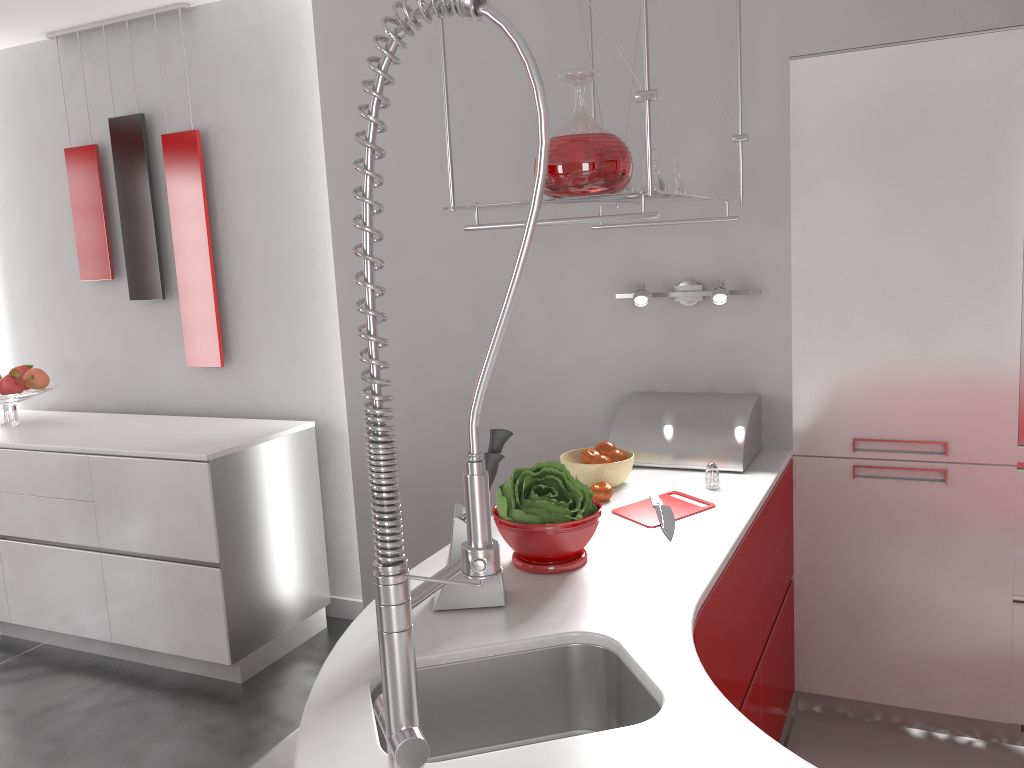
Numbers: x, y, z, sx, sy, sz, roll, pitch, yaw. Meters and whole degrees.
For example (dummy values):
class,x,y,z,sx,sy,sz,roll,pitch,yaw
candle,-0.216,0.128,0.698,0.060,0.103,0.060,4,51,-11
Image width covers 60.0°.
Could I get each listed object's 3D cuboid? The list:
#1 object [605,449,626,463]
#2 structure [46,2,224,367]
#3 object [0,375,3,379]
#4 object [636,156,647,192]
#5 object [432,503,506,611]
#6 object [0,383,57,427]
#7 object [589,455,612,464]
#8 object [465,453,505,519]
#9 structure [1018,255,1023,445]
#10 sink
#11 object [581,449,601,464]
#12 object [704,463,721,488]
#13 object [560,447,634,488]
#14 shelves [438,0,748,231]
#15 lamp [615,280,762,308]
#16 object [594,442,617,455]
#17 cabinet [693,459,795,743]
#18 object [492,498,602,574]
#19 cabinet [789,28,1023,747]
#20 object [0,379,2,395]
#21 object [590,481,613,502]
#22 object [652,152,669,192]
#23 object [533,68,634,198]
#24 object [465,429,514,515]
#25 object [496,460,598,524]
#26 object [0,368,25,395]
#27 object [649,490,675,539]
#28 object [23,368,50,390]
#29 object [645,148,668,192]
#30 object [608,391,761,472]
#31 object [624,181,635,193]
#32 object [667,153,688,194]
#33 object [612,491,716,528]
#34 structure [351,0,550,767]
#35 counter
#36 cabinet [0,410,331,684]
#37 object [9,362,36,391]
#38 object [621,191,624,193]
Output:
class,x,y,z,sx,sy,sz,roll,pitch,yaw
object,0.283,0.205,2.436,0.062,0.049,0.066,0,9,22
structure,-1.659,-0.821,3.908,0.820,1.503,0.040,1,10,25
object,-2.359,-0.008,4.018,0.096,0.105,0.117,-9,11,-35
object,0.375,-0.566,2.489,0.060,0.141,0.060,1,10,25
object,-0.086,0.321,1.669,0.137,0.178,0.091,-3,9,-1
object,-2.256,0.105,3.984,0.398,0.159,0.398,-6,9,-15
object,0.238,0.215,2.387,0.062,0.049,0.066,2,10,33
object,-0.070,0.265,1.633,0.130,0.279,0.012,-4,9,-3
structure,1.649,-0.116,2.271,0.599,0.589,0.050,1,10,25
sink,0.004,0.564,1.355,0.428,0.172,0.326,-5,9,-13
object,0.222,0.206,2.449,0.062,0.052,0.065,-2,9,10
object,0.532,0.242,2.358,0.042,0.066,0.043,4,11,38
object,0.235,0.238,2.438,0.201,0.086,0.201,1,10,26
shelves,0.235,-0.895,2.102,0.462,1.023,0.934,1,10,25
lamp,0.522,-0.273,2.706,0.454,0.081,0.155,1,10,25
object,0.263,0.193,2.493,0.066,0.058,0.055,-2,9,11
cabinet,0.713,0.771,1.742,1.025,0.761,1.875,-6,9,-19
object,0.076,0.316,1.862,0.228,0.118,0.229,-4,9,-3
cabinet,2.065,0.039,2.456,2.398,2.026,0.614,1,10,25
object,-2.276,0.013,3.994,0.086,0.079,0.084,-9,11,-36
object,0.230,0.280,2.293,0.063,0.047,0.065,1,10,25
object,0.393,-0.554,2.400,0.060,0.141,0.060,1,10,25
object,0.148,-0.525,1.885,0.213,0.266,0.213,-10,11,-36
object,-0.063,0.245,1.658,0.150,0.322,0.014,-4,9,-3
object,0.070,0.265,1.845,0.193,0.182,0.198,2,10,31
object,-2.207,-0.009,3.893,0.117,0.133,0.097,-1,9,15
object,0.367,0.309,2.131,0.041,0.008,0.375,-3,9,2
object,-2.141,-0.024,4.007,0.097,0.101,0.121,-3,9,4
object,0.373,-0.538,2.303,0.060,0.141,0.060,1,10,25
object,0.523,0.135,2.682,0.400,0.170,0.300,1,10,25
object,0.294,-0.540,2.344,0.060,0.141,0.060,1,10,25
object,0.456,-0.567,2.462,0.060,0.141,0.060,1,10,25
object,0.374,0.307,2.187,0.266,0.006,0.168,-10,11,-37
structure,-0.084,0.049,1.003,0.178,0.920,0.308,-7,9,-21
counter,0.563,0.845,1.524,1.868,0.880,2.865,-8,10,-30
cabinet,-1.734,0.624,3.835,1.802,0.880,0.610,1,10,25
object,-2.252,-0.035,4.071,0.117,0.129,0.150,-6,9,-17
object,0.254,-0.524,2.255,0.060,0.141,0.060,1,10,25
